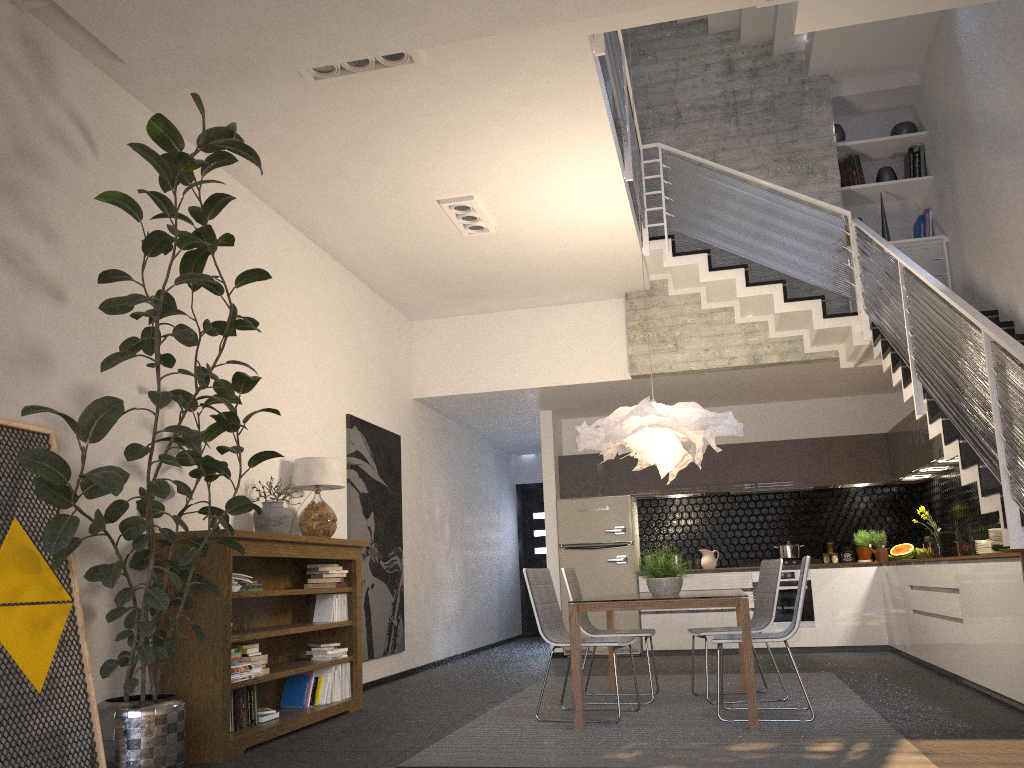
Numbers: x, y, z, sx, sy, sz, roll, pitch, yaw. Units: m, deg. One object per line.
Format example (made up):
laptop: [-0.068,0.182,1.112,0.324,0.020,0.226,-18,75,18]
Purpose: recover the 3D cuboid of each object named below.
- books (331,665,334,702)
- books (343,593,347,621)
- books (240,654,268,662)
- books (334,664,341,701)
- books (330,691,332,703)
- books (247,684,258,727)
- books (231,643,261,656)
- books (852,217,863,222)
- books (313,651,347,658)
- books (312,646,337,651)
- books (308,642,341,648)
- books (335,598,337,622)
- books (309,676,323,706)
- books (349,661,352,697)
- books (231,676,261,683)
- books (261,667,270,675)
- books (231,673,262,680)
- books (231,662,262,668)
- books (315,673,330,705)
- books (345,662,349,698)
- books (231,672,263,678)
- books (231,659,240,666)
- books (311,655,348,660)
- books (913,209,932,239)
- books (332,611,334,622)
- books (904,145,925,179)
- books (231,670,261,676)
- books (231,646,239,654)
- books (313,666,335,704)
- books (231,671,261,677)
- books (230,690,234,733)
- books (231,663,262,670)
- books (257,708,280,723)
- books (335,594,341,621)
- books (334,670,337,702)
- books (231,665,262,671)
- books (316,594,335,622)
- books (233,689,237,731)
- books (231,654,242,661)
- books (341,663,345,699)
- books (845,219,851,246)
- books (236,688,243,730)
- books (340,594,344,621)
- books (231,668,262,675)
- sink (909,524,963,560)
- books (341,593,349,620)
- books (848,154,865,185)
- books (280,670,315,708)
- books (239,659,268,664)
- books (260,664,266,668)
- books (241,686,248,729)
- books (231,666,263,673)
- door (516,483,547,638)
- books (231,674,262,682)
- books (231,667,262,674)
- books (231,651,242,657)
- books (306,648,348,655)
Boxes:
books: [-1.290,2.027,5.993,0.175,0.241,0.024,-5,-10,13]
books: [-1.241,1.584,6.285,0.136,0.187,0.018,-5,-10,13]
books: [-1.561,1.589,5.134,0.225,0.029,0.181,-6,-13,15]
books: [-1.249,2.034,6.033,0.175,0.241,0.024,-5,-10,13]
books: [-1.280,2.034,5.940,0.155,0.201,0.073,-5,-10,13]
books: [-1.556,1.834,5.072,0.167,0.239,0.105,-5,-10,13]
books: [-1.581,1.541,5.140,0.217,0.068,0.159,-7,-13,22]
books: [3.350,-1.386,8.592,0.171,0.370,0.274,-5,-11,12]
books: [-1.239,1.842,6.030,0.174,0.019,0.246,-3,-12,3]
books: [-1.278,1.797,6.030,0.155,0.022,0.207,-1,-13,-7]
books: [-1.281,1.777,6.041,0.147,0.023,0.223,7,-15,-35]
books: [-1.271,1.570,6.151,0.120,0.157,0.016,-5,-10,13]
books: [-1.338,2.026,5.836,0.146,0.181,0.148,-5,-11,16]
books: [-1.216,2.073,6.214,0.175,0.242,0.040,-5,-10,13]
books: [-1.544,1.614,4.836,0.219,0.008,0.307,-5,-13,12]
books: [-1.553,1.663,5.110,0.243,0.033,0.181,-6,-13,14]
books: [-1.545,1.600,4.838,0.219,0.008,0.307,-6,-13,17]
books: [-1.551,1.544,4.858,0.219,0.012,0.307,-6,-13,17]
books: [-1.295,2.024,5.877,0.155,0.192,0.105,-5,-11,12]
books: [-1.225,2.067,6.185,0.175,0.241,0.024,-5,-10,13]
books: [-1.544,1.591,4.838,0.219,0.012,0.307,-6,-13,17]
books: [-1.613,1.540,4.888,0.175,0.023,0.252,-1,-13,-7]
books: [-1.241,1.860,6.022,0.155,0.020,0.207,-7,-13,22]
books: [3.925,-1.442,8.464,0.146,0.379,0.274,-5,-11,12]
books: [-1.284,1.559,6.095,0.120,0.156,0.057,-5,-10,13]
books: [3.887,-2.061,8.552,0.160,0.378,0.268,-5,-11,12]
books: [-1.551,1.582,4.842,0.219,0.008,0.291,-6,-13,18]
books: [-1.632,1.481,4.906,0.193,0.028,0.248,-1,-13,-7]
books: [-1.285,2.013,5.918,0.175,0.233,0.101,-5,-10,13]
books: [-1.550,1.587,4.841,0.219,0.008,0.291,-6,-13,18]
books: [-1.617,1.787,4.841,0.167,0.239,0.100,-5,-10,13]
books: [-1.552,1.552,4.855,0.219,0.007,0.307,-6,-13,17]
books: [-1.500,1.961,5.236,0.271,0.049,0.260,5,-15,-32]
books: [-1.260,1.559,6.168,0.136,0.187,0.018,-5,-10,13]
books: [-1.263,2.049,6.011,0.155,0.203,0.021,-5,-10,13]
books: [-1.548,1.559,4.853,0.219,0.007,0.307,-6,-13,16]
books: [-1.292,1.554,6.137,0.136,0.187,0.018,-5,-10,13]
books: [-1.608,1.799,4.898,0.171,0.238,0.056,-5,-10,13]
books: [-1.614,1.517,4.892,0.175,0.023,0.252,-2,-12,-2]
books: [-1.239,2.052,6.116,0.175,0.241,0.019,-5,-10,13]
books: [3.224,-1.373,8.620,0.159,0.369,0.274,-5,-11,12]
books: [-1.596,1.817,4.947,0.171,0.222,0.083,-5,-10,13]
books: [-1.252,1.573,6.232,0.135,0.187,0.015,-5,-10,13]
books: [-1.550,1.578,4.851,0.219,0.006,0.307,-6,-13,17]
sink: [3.847,1.511,8.074,0.490,0.445,0.730,-5,-12,12]
books: [-1.234,1.589,6.308,0.135,0.188,0.031,-5,-10,13]
books: [3.372,-2.012,8.686,0.134,0.379,0.274,-5,-11,12]
books: [-1.400,1.992,5.783,0.171,0.225,0.166,-5,-11,12]
books: [-1.570,1.615,5.127,0.243,0.023,0.176,-7,-13,19]
books: [-1.563,1.635,5.111,0.227,0.023,0.168,-5,-13,11]
books: [-1.583,1.821,5.006,0.171,0.239,0.085,-5,-10,13]
books: [-1.545,1.565,4.851,0.219,0.007,0.307,-6,-13,16]
door: [0.657,2.623,13.287,1.109,2.294,0.161,-5,-10,13]
books: [-1.545,1.607,4.835,0.219,0.007,0.307,-6,-13,17]
books: [-1.547,1.572,4.848,0.219,0.008,0.291,-6,-13,16]
books: [-1.630,1.502,4.904,0.192,0.014,0.258,-2,-12,1]
books: [-1.262,1.822,6.037,0.175,0.023,0.245,-7,-13,22]
